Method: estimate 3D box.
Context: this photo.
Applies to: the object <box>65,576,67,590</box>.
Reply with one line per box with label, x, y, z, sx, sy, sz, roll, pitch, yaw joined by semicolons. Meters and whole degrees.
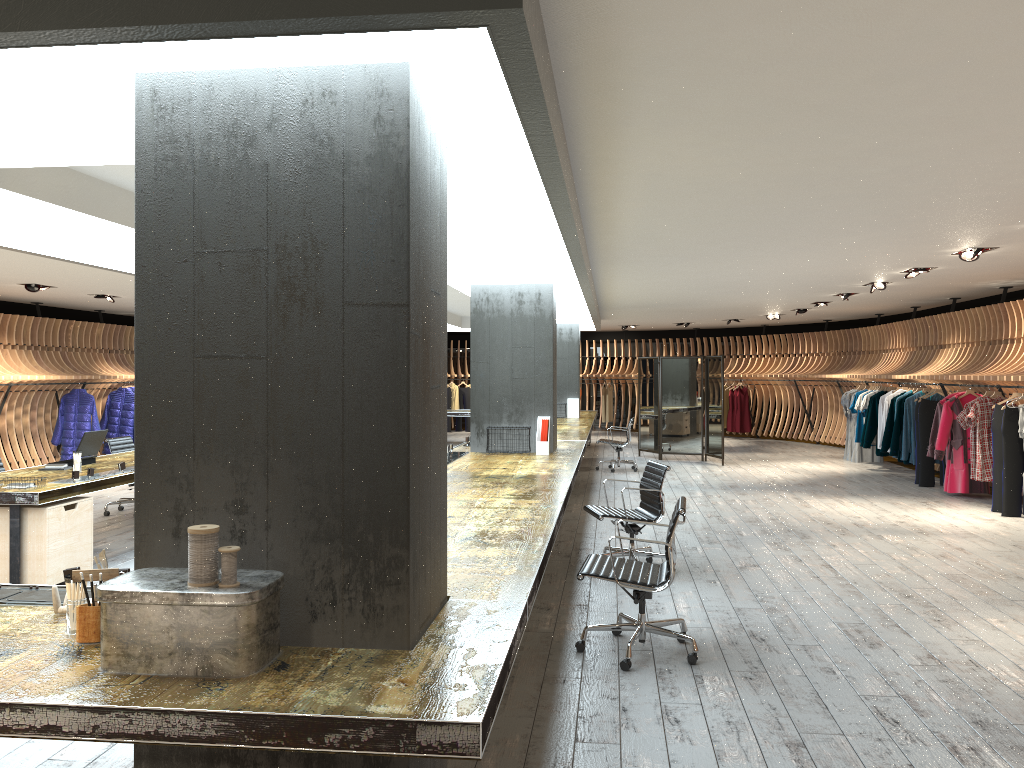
object;-1.436;0.705;2.875;0.007;0.170;0.030;0;0;29

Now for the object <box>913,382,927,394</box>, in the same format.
object;6.055;0.112;13.151;0.525;0.270;0.012;0;0;6

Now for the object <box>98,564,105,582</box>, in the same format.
object;-1.319;0.694;2.909;0.009;0.222;0.082;0;0;36

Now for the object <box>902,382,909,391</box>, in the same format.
object;6.117;0.100;13.797;0.525;0.270;0.012;0;0;6

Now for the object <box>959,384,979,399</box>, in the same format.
object;5.851;0.132;11.327;0.525;0.270;0.012;0;0;16

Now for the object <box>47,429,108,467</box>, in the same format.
object;-3.958;0.582;8.093;0.365;0.316;0.373;0;0;6

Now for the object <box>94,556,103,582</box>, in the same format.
object;-1.330;0.684;2.916;0.084;0.240;0.009;0;0;-17

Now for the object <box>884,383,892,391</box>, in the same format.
object;6.206;0.098;14.609;0.525;0.270;0.012;0;0;6

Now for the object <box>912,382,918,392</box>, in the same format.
object;6.050;0.109;13.264;0.525;0.270;0.012;0;0;6

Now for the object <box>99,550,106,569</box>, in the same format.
object;-1.317;0.672;2.899;0.062;0.264;0.012;0;0;-41

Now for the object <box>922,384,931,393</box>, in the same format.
object;6.003;0.114;12.831;0.525;0.270;0.012;0;0;16

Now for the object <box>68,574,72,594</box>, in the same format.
object;-1.434;0.705;2.894;0.030;0.170;0.007;0;0;-7

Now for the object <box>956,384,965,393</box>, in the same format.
object;5.857;0.129;11.573;0.525;0.270;0.012;0;0;6

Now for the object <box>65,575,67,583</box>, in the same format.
object;-1.437;0.705;2.880;0.007;0.170;0.030;0;0;44

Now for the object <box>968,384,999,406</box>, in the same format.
object;5.758;0.139;10.685;0.525;0.270;0.012;0;0;6

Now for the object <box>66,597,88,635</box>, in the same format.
object;-1.414;0.750;2.883;0.061;0.111;0.061;0;0;-5

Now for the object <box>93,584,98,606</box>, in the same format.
object;-1.325;0.716;2.825;0.018;0.158;0.011;0;0;24

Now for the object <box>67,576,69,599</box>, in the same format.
object;-1.430;0.705;2.867;0.007;0.170;0.030;0;0;2

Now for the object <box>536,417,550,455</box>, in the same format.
object;0.327;0.539;9.281;0.129;0.383;0.239;0;0;6

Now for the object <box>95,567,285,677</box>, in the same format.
object;-0.937;0.692;2.604;0.498;0.239;0.303;0;0;7

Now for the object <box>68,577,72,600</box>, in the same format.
object;-1.426;0.705;2.864;0.007;0.170;0.030;0;0;-10

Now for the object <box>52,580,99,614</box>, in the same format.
object;-1.384;0.596;3.120;0.431;0.429;0.195;0;0;2

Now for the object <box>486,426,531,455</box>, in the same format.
object;-0.033;0.591;9.264;0.459;0.289;0.329;0;0;4

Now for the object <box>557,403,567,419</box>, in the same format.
object;0.793;0.504;16.622;0.459;0.289;0.329;0;0;9

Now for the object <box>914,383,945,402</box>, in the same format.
object;5.976;0.120;12.534;0.525;0.270;0.012;0;0;31

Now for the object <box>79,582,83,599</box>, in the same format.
object;-1.399;0.705;2.870;0.030;0.170;0.007;0;0;0

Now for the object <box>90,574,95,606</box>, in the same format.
object;-1.310;0.694;2.775;0.008;0.207;0.054;0;0;-6

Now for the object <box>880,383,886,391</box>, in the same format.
object;6.206;0.101;14.795;0.524;0.284;0.014;0;0;16

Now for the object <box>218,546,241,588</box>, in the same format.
object;-0.805;0.520;2.524;0.062;0.109;0.062;0;0;-23

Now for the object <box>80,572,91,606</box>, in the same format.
object;-1.327;0.693;2.781;0.054;0.207;0.008;0;0;-11

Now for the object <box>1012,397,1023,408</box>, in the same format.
object;5.621;0.144;9.449;0.549;0.250;0.023;0;0;8

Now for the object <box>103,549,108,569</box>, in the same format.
object;-1.313;0.669;2.899;0.008;0.267;0.060;0;0;23

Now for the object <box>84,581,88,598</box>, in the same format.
object;-1.395;0.705;2.889;0.007;0.170;0.030;0;0;36

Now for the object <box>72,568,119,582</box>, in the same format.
object;-1.341;0.700;2.863;0.138;0.209;0.034;0;0;-14

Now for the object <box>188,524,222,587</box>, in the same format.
object;-0.879;0.512;2.637;0.088;0.204;0.262;0;0;5

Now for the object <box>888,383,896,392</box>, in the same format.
object;6.181;0.101;14.401;0.525;0.270;0.012;0;0;11

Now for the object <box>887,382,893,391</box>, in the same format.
object;6.210;0.099;14.526;0.525;0.270;0.012;0;0;6

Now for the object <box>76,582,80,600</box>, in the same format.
object;-1.406;0.705;2.864;0.030;0.170;0.007;0;0;27

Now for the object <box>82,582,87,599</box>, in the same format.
object;-1.395;0.705;2.879;0.030;0.170;0.007;0;0;-27

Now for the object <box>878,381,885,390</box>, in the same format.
object;6.241;0.089;14.965;0.525;0.270;0.012;0;0;-9

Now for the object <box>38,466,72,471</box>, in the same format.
object;-3.985;0.735;7.735;0.213;0.019;0.219;0;1;-9

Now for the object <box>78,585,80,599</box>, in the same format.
object;-1.418;0.705;2.905;0.007;0.170;0.030;0;0;-44

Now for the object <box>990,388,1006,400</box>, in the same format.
object;5.728;0.149;10.474;0.524;0.286;0.015;0;0;-9

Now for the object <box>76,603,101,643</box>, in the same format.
object;-1.321;0.747;2.794;0.084;0.111;0.083;0;0;-6

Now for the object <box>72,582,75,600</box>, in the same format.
object;-1.416;0.705;2.862;0.007;0.170;0.030;0;0;-37

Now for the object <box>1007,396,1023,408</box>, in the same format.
object;5.632;0.138;9.545;0.549;0.243;0.023;0;0;43

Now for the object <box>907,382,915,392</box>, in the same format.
object;6.076;0.108;13.466;0.525;0.270;0.012;0;0;11

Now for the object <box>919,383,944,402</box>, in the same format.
object;5.945;0.122;12.356;0.525;0.270;0.012;0;0;11

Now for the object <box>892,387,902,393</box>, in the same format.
object;6.142;0.097;14.030;0.525;0.270;0.012;0;0;11

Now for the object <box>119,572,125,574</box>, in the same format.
object;-1.280;0.702;2.899;0.081;0.198;0.050;0;0;31

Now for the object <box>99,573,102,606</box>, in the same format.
object;-1.294;0.693;2.786;0.008;0.207;0.054;0;0;-28

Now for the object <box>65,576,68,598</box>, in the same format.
object;-1.433;0.705;2.871;0.007;0.170;0.030;0;0;17
